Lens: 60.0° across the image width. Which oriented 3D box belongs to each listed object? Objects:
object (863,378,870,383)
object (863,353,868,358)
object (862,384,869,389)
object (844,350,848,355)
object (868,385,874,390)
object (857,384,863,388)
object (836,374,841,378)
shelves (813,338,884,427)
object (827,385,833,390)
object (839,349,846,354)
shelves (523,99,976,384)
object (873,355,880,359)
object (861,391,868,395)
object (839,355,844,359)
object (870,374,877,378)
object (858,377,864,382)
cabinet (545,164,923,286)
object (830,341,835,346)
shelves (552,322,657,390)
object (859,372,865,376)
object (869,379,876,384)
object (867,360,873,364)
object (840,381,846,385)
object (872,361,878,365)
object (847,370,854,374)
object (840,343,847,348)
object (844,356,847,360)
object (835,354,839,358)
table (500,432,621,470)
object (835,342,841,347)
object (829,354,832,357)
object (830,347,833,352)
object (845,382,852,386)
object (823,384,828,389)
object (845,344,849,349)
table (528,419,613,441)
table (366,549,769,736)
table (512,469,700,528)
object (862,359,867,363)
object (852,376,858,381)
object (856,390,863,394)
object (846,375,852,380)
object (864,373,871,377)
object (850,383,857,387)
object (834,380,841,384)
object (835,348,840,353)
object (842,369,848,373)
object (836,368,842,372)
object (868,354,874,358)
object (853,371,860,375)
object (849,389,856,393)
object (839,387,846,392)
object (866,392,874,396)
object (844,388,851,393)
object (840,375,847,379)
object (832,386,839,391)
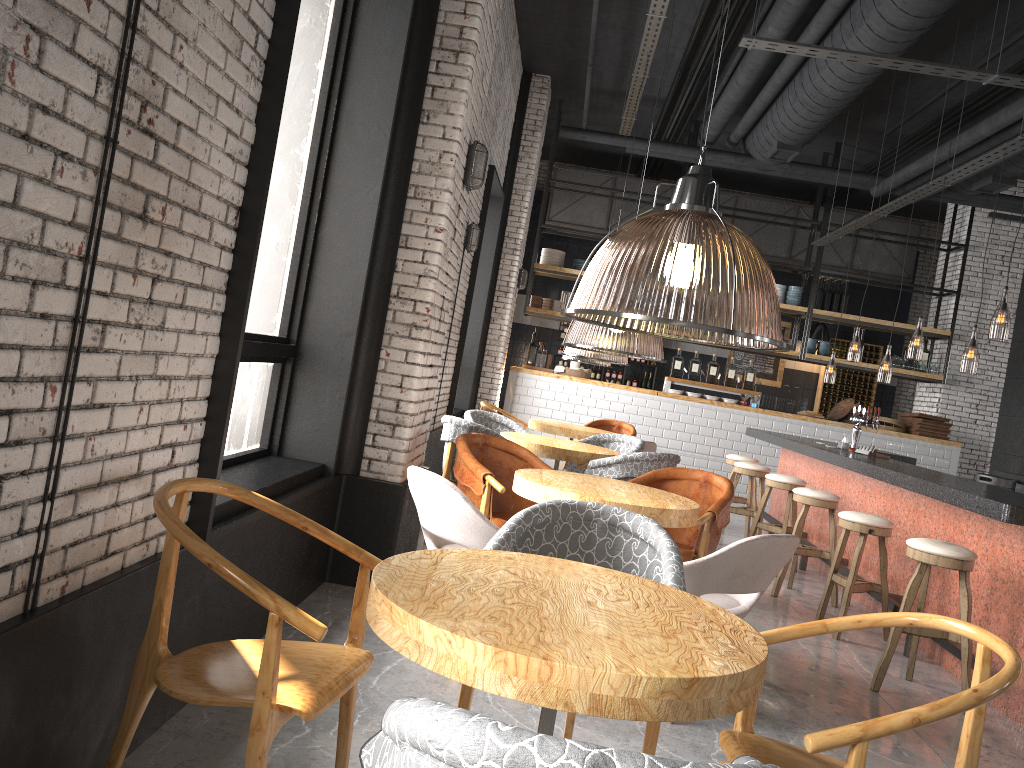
[{"bbox_3d":[5.961,-0.056,14.921,0.079,0.079,0.283,10,1,3],"label":"object"},{"bbox_3d":[5.938,-0.486,14.910,0.079,0.079,0.283,10,1,3],"label":"object"},{"bbox_3d":[5.943,0.048,14.906,0.079,0.079,0.283,10,1,3],"label":"object"},{"bbox_3d":[5.659,-0.534,14.926,0.079,0.079,0.283,10,1,3],"label":"object"},{"bbox_3d":[6.037,0.064,14.920,0.079,0.079,0.283,10,1,3],"label":"object"},{"bbox_3d":[5.849,0.032,14.892,0.079,0.079,0.283,10,1,3],"label":"object"},{"bbox_3d":[5.496,-0.136,14.932,0.079,0.079,0.283,10,1,3],"label":"object"},{"bbox_3d":[5.607,0.352,14.988,0.889,2.148,0.251,10,0,3],"label":"shelves"},{"bbox_3d":[5.368,0.055,14.957,0.079,0.079,0.283,10,1,3],"label":"object"},{"bbox_3d":[5.565,-0.550,14.912,0.079,0.079,0.283,10,1,3],"label":"object"},{"bbox_3d":[3.218,-1.999,12.193,5.678,3.066,0.597,10,0,3],"label":"shelves"},{"bbox_3d":[6.123,-0.454,14.876,0.079,0.079,0.283,10,1,3],"label":"object"},{"bbox_3d":[5.926,0.151,14.922,0.079,0.079,0.283,10,1,3],"label":"object"},{"bbox_3d":[5.550,-0.447,14.946,0.079,0.079,0.283,10,1,3],"label":"object"},{"bbox_3d":[6.070,-0.143,14.891,0.079,0.079,0.283,10,1,3],"label":"object"},{"bbox_3d":[5.867,-0.072,14.911,0.079,0.079,0.283,10,1,3],"label":"object"},{"bbox_3d":[3.452,-2.176,14.472,5.864,1.768,0.682,10,0,3],"label":"cabinet"},{"bbox_3d":[5.397,-0.685,14.922,0.079,0.079,0.283,10,1,3],"label":"object"},{"bbox_3d":[1.616,-0.442,15.260,1.761,1.482,0.157,10,0,3],"label":"shelves"},{"bbox_3d":[5.886,-0.175,14.930,0.079,0.079,0.283,10,1,3],"label":"object"},{"bbox_3d":[6.053,-0.040,14.900,0.079,0.079,0.283,10,1,3],"label":"object"},{"bbox_3d":[6.013,-0.366,14.905,0.079,0.079,0.283,10,1,3],"label":"object"},{"bbox_3d":[5.571,-0.016,14.927,0.079,0.079,0.283,10,1,3],"label":"object"},{"bbox_3d":[6.107,-0.351,14.915,0.079,0.079,0.283,10,1,3],"label":"object"},{"bbox_3d":[5.698,-0.207,14.902,0.079,0.079,0.283,10,1,3],"label":"object"},{"bbox_3d":[5.584,-0.654,14.931,0.079,0.079,0.283,10,1,3],"label":"object"},{"bbox_3d":[5.642,-0.430,14.926,0.079,0.079,0.283,10,1,3],"label":"object"},{"bbox_3d":[5.456,-0.462,14.936,0.079,0.079,0.283,10,1,3],"label":"object"},{"bbox_3d":[0.302,0.850,6.777,0.930,0.810,0.934,9,1,-40],"label":"table"},{"bbox_3d":[5.492,-0.670,14.952,0.079,0.079,0.283,10,1,3],"label":"object"},{"bbox_3d":[5.364,-0.479,14.961,0.079,0.079,0.283,10,1,3],"label":"object"},{"bbox_3d":[5.382,-0.582,14.957,0.079,0.079,0.283,10,1,3],"label":"object"},{"bbox_3d":[5.663,0.000,14.898,0.079,0.079,0.283,10,1,3],"label":"object"},{"bbox_3d":[5.274,0.040,14.943,0.079,0.079,0.283,10,1,3],"label":"object"},{"bbox_3d":[5.678,-0.638,14.945,0.079,0.079,0.283,10,1,3],"label":"object"},{"bbox_3d":[0.570,0.841,9.170,0.930,0.810,0.934,9,1,-44],"label":"table"},{"bbox_3d":[0.064,0.916,2.112,0.930,0.810,0.934,9,1,-40],"label":"table"},{"bbox_3d":[0.407,0.921,4.456,0.930,0.810,0.934,9,1,-40],"label":"table"},{"bbox_3d":[5.921,-0.383,14.926,0.079,0.079,0.283,10,1,3],"label":"object"},{"bbox_3d":[5.775,-0.088,14.932,0.079,0.079,0.283,10,1,3],"label":"object"},{"bbox_3d":[5.831,0.136,14.888,0.079,0.079,0.283,10,1,3],"label":"object"},{"bbox_3d":[5.682,-0.104,14.937,0.079,0.079,0.283,10,1,3],"label":"object"},{"bbox_3d":[5.979,-0.159,14.921,0.079,0.079,0.283,10,1,3],"label":"object"},{"bbox_3d":[5.757,0.016,14.916,0.079,0.079,0.283,10,1,3],"label":"object"},{"bbox_3d":[5.477,-0.032,14.913,0.079,0.079,0.283,10,1,3],"label":"object"},{"bbox_3d":[5.472,-0.566,14.913,0.079,0.079,0.283,10,1,3],"label":"object"},{"bbox_3d":[5.606,-0.223,14.926,0.079,0.079,0.283,10,1,3],"label":"object"},{"bbox_3d":[5.514,-0.239,14.947,0.079,0.079,0.283,10,1,3],"label":"object"},{"bbox_3d":[6.031,-0.470,14.896,0.079,0.079,0.283,10,1,3],"label":"object"},{"bbox_3d":[5.792,-0.191,14.916,0.079,0.079,0.283,10,1,3],"label":"object"},{"bbox_3d":[5.740,0.119,14.932,0.079,0.079,0.283,10,1,3],"label":"object"},{"bbox_3d":[5.552,0.088,14.904,0.079,0.079,0.283,10,1,3],"label":"object"},{"bbox_3d":[6.018,0.168,14.901,0.079,0.079,0.283,10,1,3],"label":"object"},{"bbox_3d":[5.645,0.104,14.903,0.079,0.079,0.283,10,1,3],"label":"object"},{"bbox_3d":[5.590,-0.120,14.946,0.079,0.079,0.283,10,1,3],"label":"object"},{"bbox_3d":[5.461,0.071,14.948,0.079,0.079,0.283,10,1,3],"label":"object"}]
